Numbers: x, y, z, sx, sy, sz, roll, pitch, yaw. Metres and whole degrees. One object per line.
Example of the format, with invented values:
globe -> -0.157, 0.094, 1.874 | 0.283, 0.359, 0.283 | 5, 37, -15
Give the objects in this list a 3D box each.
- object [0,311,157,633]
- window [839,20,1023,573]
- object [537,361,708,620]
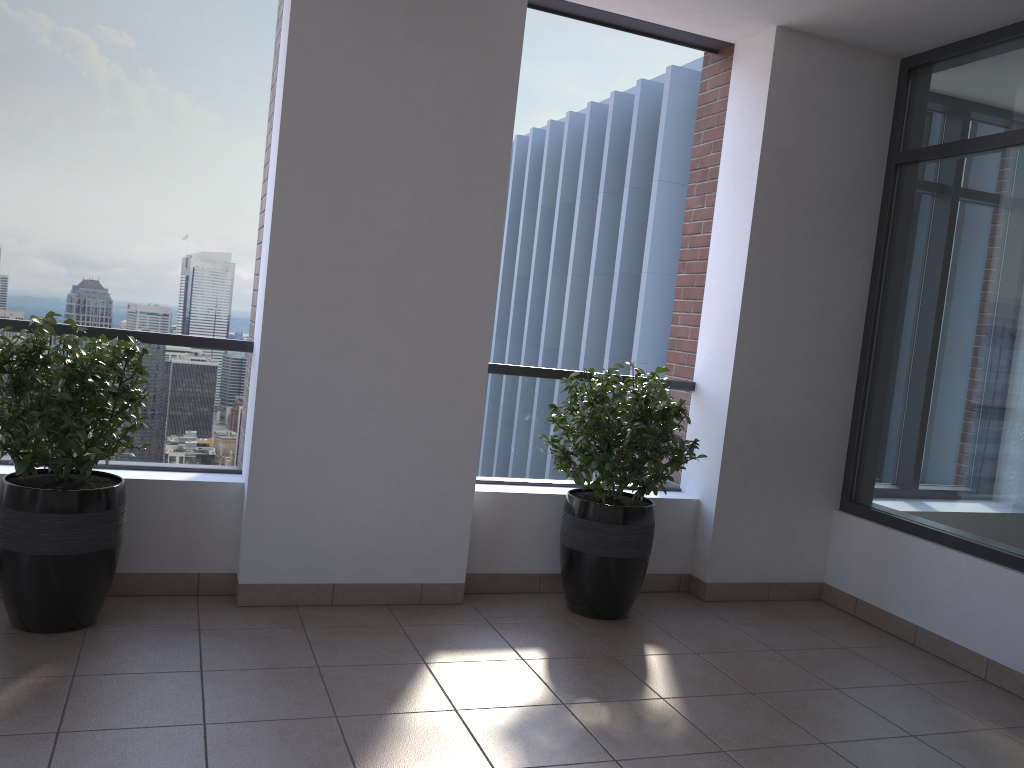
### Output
object -> -1.732, 0.359, 3.346 | 0.681, 1.264, 0.691 | 5, 4, -17
window -> 2.851, -0.245, 2.417 | 0.170, 2.402, 5.002 | 5, 4, -21
object -> 0.459, 0.547, 4.141 | 0.731, 1.338, 0.721 | 5, 4, -17
